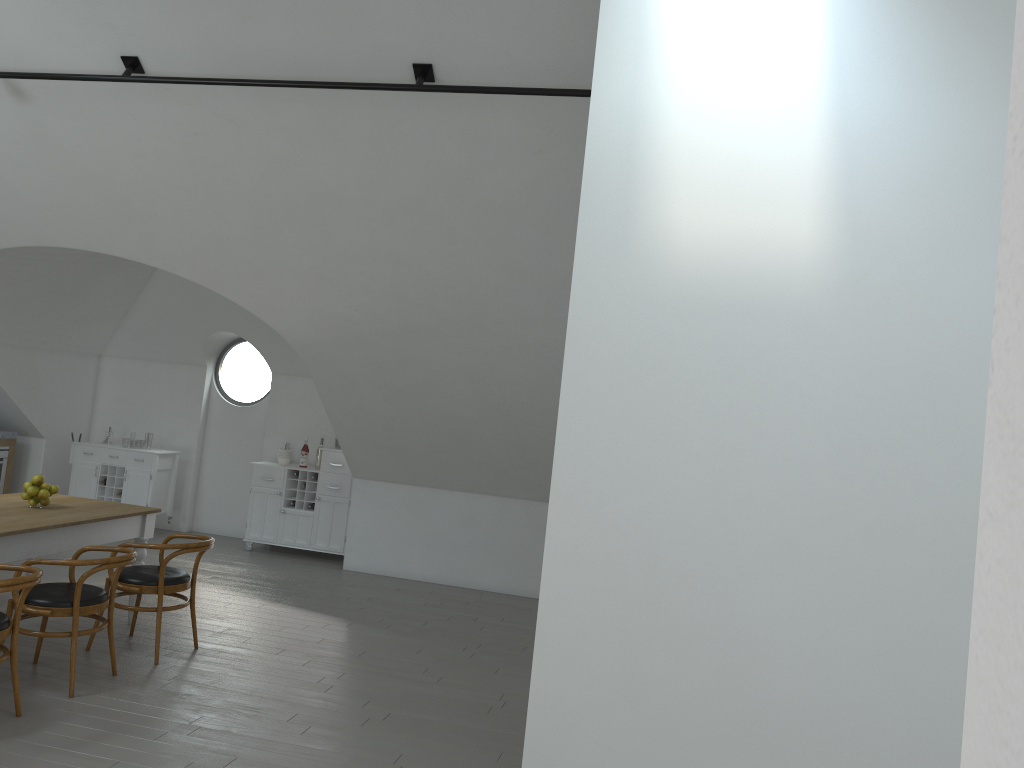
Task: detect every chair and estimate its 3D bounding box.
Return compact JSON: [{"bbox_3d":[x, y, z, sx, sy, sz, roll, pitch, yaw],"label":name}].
[{"bbox_3d":[-2.240,1.319,5.602,0.622,0.736,0.526,5,-3,14],"label":"chair"},{"bbox_3d":[-2.449,1.275,4.910,0.621,0.736,0.526,6,-3,7],"label":"chair"},{"bbox_3d":[-2.607,1.237,4.202,0.622,0.736,0.526,6,-3,12],"label":"chair"}]

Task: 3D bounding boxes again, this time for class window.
[{"bbox_3d":[-3.035,-0.140,10.204,0.900,0.901,0.060,6,-3,12],"label":"window"}]

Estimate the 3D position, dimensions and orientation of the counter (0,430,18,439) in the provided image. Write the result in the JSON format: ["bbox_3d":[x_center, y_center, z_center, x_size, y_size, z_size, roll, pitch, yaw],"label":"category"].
[{"bbox_3d":[-6.299,0.060,6.442,0.962,0.620,6.562,6,-2,12],"label":"counter"}]

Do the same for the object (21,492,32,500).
[{"bbox_3d":[-3.103,0.714,5.665,0.060,0.056,0.059,6,-3,6],"label":"object"}]

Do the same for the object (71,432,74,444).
[{"bbox_3d":[-4.798,0.667,9.714,0.088,0.269,0.029,7,-4,-15],"label":"object"}]

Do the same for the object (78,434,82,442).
[{"bbox_3d":[-4.745,0.673,9.703,0.088,0.269,0.029,3,-4,38],"label":"object"}]

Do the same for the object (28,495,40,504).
[{"bbox_3d":[-3.088,0.742,5.735,0.080,0.074,0.078,8,-3,-33],"label":"object"}]

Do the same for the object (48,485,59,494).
[{"bbox_3d":[-2.973,0.684,5.753,0.063,0.063,0.062,7,-3,-26],"label":"object"}]

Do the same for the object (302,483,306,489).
[{"bbox_3d":[-2.144,1.076,9.394,0.085,0.085,0.330,6,-2,11],"label":"object"}]

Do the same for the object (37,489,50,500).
[{"bbox_3d":[-2.998,0.707,5.673,0.071,0.072,0.070,7,-3,-24],"label":"object"}]

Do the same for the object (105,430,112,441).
[{"bbox_3d":[-4.513,0.582,9.920,0.097,0.137,0.029,5,-3,15],"label":"object"}]

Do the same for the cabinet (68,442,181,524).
[{"bbox_3d":[-4.276,1.081,9.677,1.135,0.790,0.496,6,-3,12],"label":"cabinet"}]

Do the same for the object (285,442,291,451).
[{"bbox_3d":[-2.484,0.743,9.719,0.115,0.209,0.065,5,-3,14],"label":"object"}]

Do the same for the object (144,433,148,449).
[{"bbox_3d":[-4.002,0.626,9.711,0.054,0.179,0.054,7,-3,-11],"label":"object"}]

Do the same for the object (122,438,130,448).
[{"bbox_3d":[-4.188,0.640,9.604,0.082,0.105,0.081,5,-3,25],"label":"object"}]

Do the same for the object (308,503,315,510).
[{"bbox_3d":[-2.067,1.282,9.352,0.081,0.081,0.358,6,-2,9],"label":"object"}]

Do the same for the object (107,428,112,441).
[{"bbox_3d":[-4.495,0.570,9.900,0.039,0.164,0.024,5,-4,24],"label":"object"}]

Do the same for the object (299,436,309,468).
[{"bbox_3d":[-2.209,0.725,9.463,0.081,0.330,0.081,6,-3,8],"label":"object"}]

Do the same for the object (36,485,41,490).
[{"bbox_3d":[-3.058,0.667,5.750,0.053,0.051,0.052,7,-3,-17],"label":"object"}]

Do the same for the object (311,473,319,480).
[{"bbox_3d":[-2.031,0.980,9.365,0.088,0.085,0.359,6,-2,12],"label":"object"}]

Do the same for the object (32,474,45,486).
[{"bbox_3d":[-3.053,0.618,5.713,0.072,0.074,0.072,6,-3,12],"label":"object"}]

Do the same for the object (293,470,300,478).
[{"bbox_3d":[-2.232,0.956,9.415,0.093,0.094,0.358,6,-2,12],"label":"object"}]

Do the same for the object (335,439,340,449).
[{"bbox_3d":[-1.822,0.632,9.284,0.081,0.105,0.082,8,-4,-40],"label":"object"}]

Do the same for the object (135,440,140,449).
[{"bbox_3d":[-4.083,0.660,9.712,0.094,0.093,0.093,6,-3,-1],"label":"object"}]

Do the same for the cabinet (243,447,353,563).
[{"bbox_3d":[-2.157,1.232,9.434,1.243,1.156,0.608,6,-3,12],"label":"cabinet"}]

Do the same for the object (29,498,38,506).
[{"bbox_3d":[-3.062,0.758,5.672,0.050,0.050,0.051,5,-3,15],"label":"object"}]

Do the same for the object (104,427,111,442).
[{"bbox_3d":[-4.523,0.566,9.921,0.039,0.175,0.054,5,-3,12],"label":"object"}]

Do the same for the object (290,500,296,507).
[{"bbox_3d":[-2.234,1.263,9.394,0.156,0.085,0.330,6,-2,13],"label":"object"}]

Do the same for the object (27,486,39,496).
[{"bbox_3d":[-3.050,0.681,5.644,0.071,0.064,0.072,6,-3,5],"label":"object"}]

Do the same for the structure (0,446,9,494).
[{"bbox_3d":[-5.654,0.924,9.037,0.631,0.637,0.631,6,-3,12],"label":"structure"}]

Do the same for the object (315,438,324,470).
[{"bbox_3d":[-2.035,0.741,9.421,0.085,0.331,0.085,8,-4,-29],"label":"object"}]

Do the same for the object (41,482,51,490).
[{"bbox_3d":[-3.004,0.663,5.707,0.058,0.057,0.053,5,-3,26],"label":"object"}]

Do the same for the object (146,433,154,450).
[{"bbox_3d":[-3.953,0.626,9.670,0.063,0.187,0.063,6,-3,-3],"label":"object"}]

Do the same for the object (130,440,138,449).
[{"bbox_3d":[-4.106,0.659,9.622,0.077,0.085,0.077,6,-3,-1],"label":"object"}]

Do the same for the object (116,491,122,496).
[{"bbox_3d":[-4.172,1.184,9.589,0.082,0.083,0.316,6,-2,11],"label":"object"}]

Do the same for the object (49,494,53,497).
[{"bbox_3d":[-3.027,0.702,5.777,0.076,0.076,0.077,7,-3,-21],"label":"object"}]

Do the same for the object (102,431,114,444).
[{"bbox_3d":[-4.518,0.602,9.912,0.101,0.138,0.066,5,-3,12],"label":"object"}]

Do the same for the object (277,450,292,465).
[{"bbox_3d":[-2.435,0.787,9.477,0.154,0.160,0.157,4,-3,40],"label":"object"}]

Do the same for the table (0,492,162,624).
[{"bbox_3d":[-3.330,1.139,4.677,1.019,0.800,3.342,6,-2,12],"label":"table"}]

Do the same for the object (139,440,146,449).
[{"bbox_3d":[-4.025,0.662,9.641,0.071,0.099,0.071,4,-4,35],"label":"object"}]

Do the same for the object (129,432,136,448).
[{"bbox_3d":[-4.144,0.615,9.676,0.048,0.169,0.048,6,-3,-1],"label":"object"}]

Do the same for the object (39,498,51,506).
[{"bbox_3d":[-3.016,0.757,5.726,0.063,0.063,0.063,5,-3,23],"label":"object"}]

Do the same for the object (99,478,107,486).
[{"bbox_3d":[-4.363,1.061,9.600,0.082,0.085,0.316,6,-2,12],"label":"object"}]

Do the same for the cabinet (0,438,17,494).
[{"bbox_3d":[-6.379,0.874,6.317,1.004,1.023,6.415,6,-2,12],"label":"cabinet"}]

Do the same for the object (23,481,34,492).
[{"bbox_3d":[-3.103,0.660,5.692,0.066,0.071,0.072,7,-3,-19],"label":"object"}]
